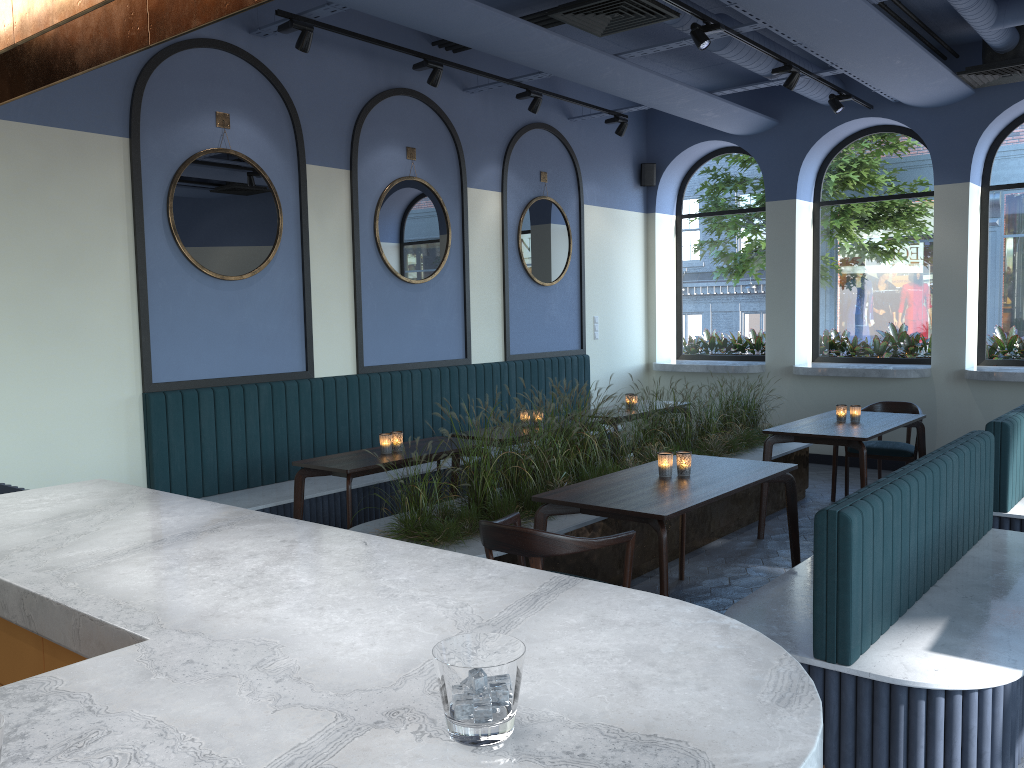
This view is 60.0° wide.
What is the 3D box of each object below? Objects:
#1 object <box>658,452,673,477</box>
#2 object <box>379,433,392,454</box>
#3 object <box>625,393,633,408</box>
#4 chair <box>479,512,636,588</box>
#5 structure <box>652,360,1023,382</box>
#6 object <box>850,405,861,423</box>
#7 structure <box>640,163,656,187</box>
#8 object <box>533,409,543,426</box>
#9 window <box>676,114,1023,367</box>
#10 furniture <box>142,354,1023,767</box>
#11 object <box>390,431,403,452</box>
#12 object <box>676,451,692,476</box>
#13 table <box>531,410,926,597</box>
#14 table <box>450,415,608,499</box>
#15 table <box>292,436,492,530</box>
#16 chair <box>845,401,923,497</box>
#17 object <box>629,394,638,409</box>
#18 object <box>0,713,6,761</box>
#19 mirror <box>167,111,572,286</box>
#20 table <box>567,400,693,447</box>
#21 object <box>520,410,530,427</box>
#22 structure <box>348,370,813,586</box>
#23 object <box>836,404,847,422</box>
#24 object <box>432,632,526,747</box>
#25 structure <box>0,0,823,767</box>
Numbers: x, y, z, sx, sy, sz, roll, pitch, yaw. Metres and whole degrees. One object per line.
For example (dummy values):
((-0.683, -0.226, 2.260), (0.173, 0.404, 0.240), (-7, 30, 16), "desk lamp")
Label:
((0.775, 0.407, 4.480), (0.078, 0.120, 0.078), (1, 5, 22), "object")
((-0.769, 0.363, 5.408), (0.078, 0.120, 0.078), (-4, 6, -34), "object")
((1.019, 0.145, 7.663), (0.078, 0.120, 0.078), (1, 5, 22), "object")
((0.136, 0.911, 3.609), (0.618, 0.793, 0.525), (2, 6, 38), "chair")
((3.739, 0.287, 3.421), (4.315, 0.080, 14.155), (-1, 5, 0), "structure")
((2.484, 0.216, 6.416), (0.078, 0.120, 0.078), (-4, 6, -34), "object")
((0.399, -1.777, 3.368), (7.261, 0.268, 13.143), (1, 5, 22), "structure")
((0.195, 0.250, 6.566), (0.078, 0.120, 0.078), (1, 5, 22), "object")
((3.935, -0.942, 3.341), (3.897, 2.394, 14.212), (-1, 5, 0), "window")
((1.082, 0.529, 5.863), (4.703, 1.150, 4.800), (3, 6, 39), "furniture")
((-0.711, 0.355, 5.487), (0.078, 0.120, 0.078), (-4, 6, -34), "object")
((0.872, 0.404, 4.495), (0.078, 0.120, 0.078), (1, 5, 22), "object")
((1.535, 0.995, 2.436), (3.997, 0.755, 9.778), (1, 5, 23), "table")
((0.165, 0.687, 6.584), (0.548, 0.755, 1.332), (3, 6, 39), "table")
((-0.698, 0.791, 5.514), (0.548, 0.755, 1.285), (3, 6, 39), "table")
((3.062, 0.559, 7.237), (0.618, 0.793, 0.525), (2, 6, 38), "chair")
((1.034, 0.152, 7.567), (0.078, 0.120, 0.078), (1, 5, 22), "object")
((-0.532, 0.376, 0.826), (0.111, 0.102, 0.111), (0, 5, 10), "object")
((-0.771, -1.358, 7.177), (0.026, 1.089, 4.357), (3, 6, 39), "mirror")
((1.042, 0.582, 7.670), (0.548, 0.755, 1.332), (3, 6, 39), "table")
((0.098, 0.253, 6.551), (0.078, 0.120, 0.078), (1, 5, 22), "object")
((0.817, 0.489, 6.074), (1.143, 1.207, 4.878), (3, 6, 40), "structure")
((2.405, 0.213, 6.473), (0.078, 0.120, 0.078), (-4, 6, -34), "object")
((-0.038, 0.362, 1.045), (0.111, 0.102, 0.111), (0, 5, 10), "object")
((-1.832, -0.334, 0.816), (3.220, 3.800, 3.653), (3, 6, 39), "structure")
